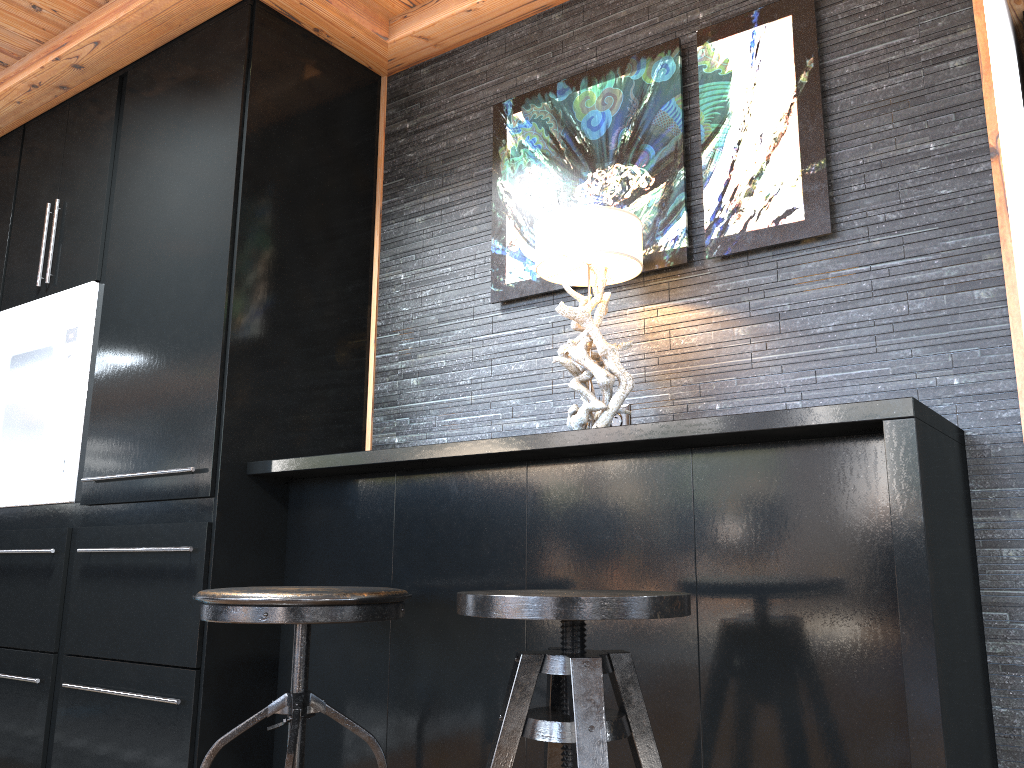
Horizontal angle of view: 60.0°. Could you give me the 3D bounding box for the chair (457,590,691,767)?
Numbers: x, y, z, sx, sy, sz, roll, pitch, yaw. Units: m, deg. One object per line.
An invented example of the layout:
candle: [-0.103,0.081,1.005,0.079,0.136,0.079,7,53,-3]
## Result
chair: [0.093,0.680,1.312,0.388,0.723,0.396,-8,-15,35]

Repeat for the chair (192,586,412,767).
chair: [-0.432,0.774,1.766,0.436,0.719,0.445,-9,-16,39]

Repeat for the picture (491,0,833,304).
picture: [0.319,-0.563,2.233,0.914,0.595,0.010,-8,-15,35]

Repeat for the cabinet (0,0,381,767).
cabinet: [-3.179,0.407,4.255,6.352,2.387,0.548,-8,-15,35]

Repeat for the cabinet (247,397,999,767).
cabinet: [0.092,0.641,1.897,1.606,1.013,0.433,-8,-15,35]

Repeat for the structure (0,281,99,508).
structure: [-1.524,0.047,2.811,0.586,0.673,0.040,-8,-15,35]

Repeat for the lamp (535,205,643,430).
lamp: [0.176,-0.115,2.007,0.244,0.517,0.250,-9,-16,38]
